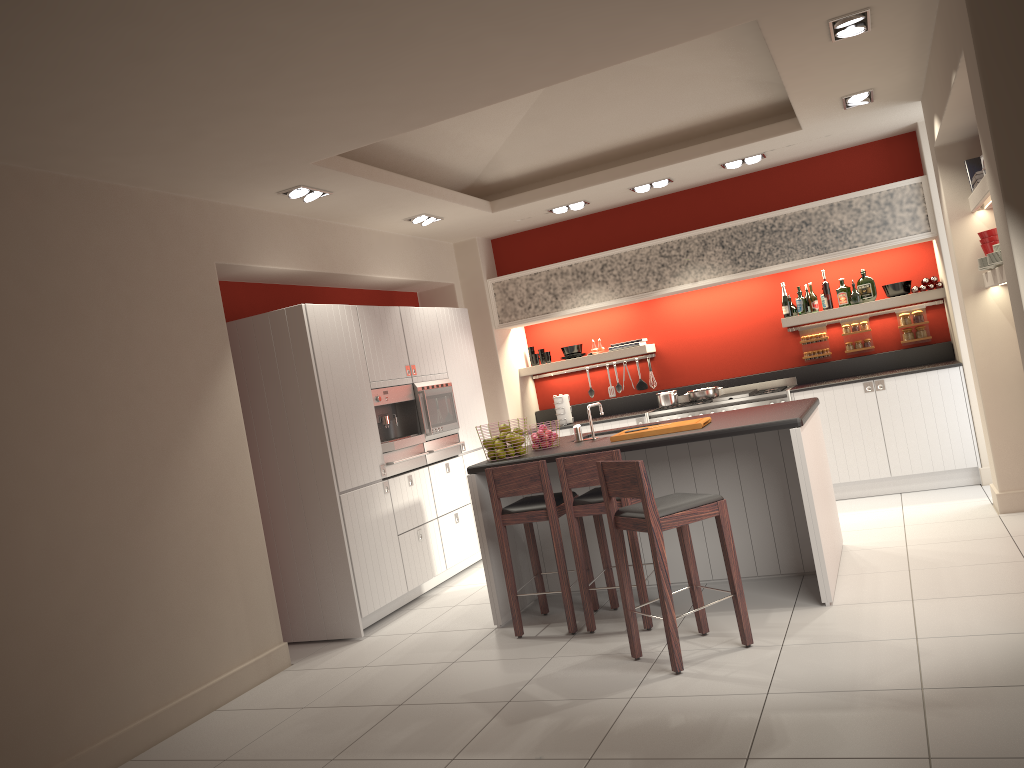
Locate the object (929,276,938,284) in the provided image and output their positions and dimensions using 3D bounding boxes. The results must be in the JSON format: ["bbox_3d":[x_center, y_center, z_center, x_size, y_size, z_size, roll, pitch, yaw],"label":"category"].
[{"bbox_3d":[3.691,-0.911,7.761,0.062,0.062,0.366,-11,0,23],"label":"object"}]

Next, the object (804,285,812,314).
[{"bbox_3d":[2.779,-0.796,8.314,0.083,0.277,0.084,-11,-1,27],"label":"object"}]

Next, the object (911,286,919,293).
[{"bbox_3d":[3.558,-0.831,7.821,0.062,0.062,0.366,-11,0,23],"label":"object"}]

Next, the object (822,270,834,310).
[{"bbox_3d":[2.886,-0.862,8.128,0.062,0.366,0.210,-11,-1,22],"label":"object"}]

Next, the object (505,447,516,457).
[{"bbox_3d":[-0.009,0.433,5.679,0.068,0.068,0.068,-11,0,34],"label":"object"}]

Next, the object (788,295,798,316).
[{"bbox_3d":[2.639,-0.745,8.389,0.113,0.226,0.113,-10,-1,-26],"label":"object"}]

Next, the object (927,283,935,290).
[{"bbox_3d":[3.680,-0.854,7.792,0.061,0.061,0.366,-11,0,23],"label":"object"}]

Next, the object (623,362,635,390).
[{"bbox_3d":[1.171,-0.084,9.097,0.124,0.297,0.009,-11,-1,23],"label":"object"}]

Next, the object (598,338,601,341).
[{"bbox_3d":[0.896,-0.454,9.080,0.026,0.032,0.023,-10,0,5],"label":"object"}]

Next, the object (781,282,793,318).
[{"bbox_3d":[2.539,-0.780,8.228,0.083,0.331,0.083,-10,-1,-6],"label":"object"}]

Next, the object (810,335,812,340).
[{"bbox_3d":[2.821,-0.422,8.345,0.034,0.078,0.034,-11,-1,44],"label":"object"}]

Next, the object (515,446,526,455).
[{"bbox_3d":[0.052,0.422,5.676,0.068,0.068,0.068,-11,0,34],"label":"object"}]

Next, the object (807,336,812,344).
[{"bbox_3d":[2.787,-0.416,8.318,0.034,0.078,0.034,-11,-1,44],"label":"object"}]

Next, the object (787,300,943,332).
[{"bbox_3d":[3.252,-0.625,8.219,1.354,0.034,0.048,-10,0,23],"label":"object"}]

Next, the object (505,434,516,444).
[{"bbox_3d":[-0.008,0.348,5.638,0.067,0.068,0.067,-10,0,-15],"label":"object"}]

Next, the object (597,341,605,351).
[{"bbox_3d":[0.907,-0.380,9.079,0.077,0.134,0.076,-10,0,6],"label":"object"}]

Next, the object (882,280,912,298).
[{"bbox_3d":[3.464,-0.845,7.962,0.251,0.121,0.251,-10,0,5],"label":"object"}]

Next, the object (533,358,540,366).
[{"bbox_3d":[0.257,-0.230,9.201,0.070,0.076,0.070,-10,0,-6],"label":"object"}]

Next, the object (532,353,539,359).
[{"bbox_3d":[0.249,-0.273,9.202,0.070,0.076,0.070,-10,0,-6],"label":"object"}]

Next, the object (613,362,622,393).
[{"bbox_3d":[1.082,-0.063,9.133,0.067,0.323,0.022,-11,-1,22],"label":"object"}]

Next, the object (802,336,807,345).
[{"bbox_3d":[2.752,-0.409,8.333,0.034,0.078,0.034,-11,-1,44],"label":"object"}]

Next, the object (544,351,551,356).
[{"bbox_3d":[0.370,-0.296,9.204,0.070,0.076,0.070,-10,0,-6],"label":"object"}]

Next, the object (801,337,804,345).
[{"bbox_3d":[2.751,-0.409,8.376,0.034,0.078,0.034,-11,-1,44],"label":"object"}]

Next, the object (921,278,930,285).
[{"bbox_3d":[3.642,-0.902,7.807,0.062,0.062,0.366,-11,0,23],"label":"object"}]

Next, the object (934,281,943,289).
[{"bbox_3d":[3.730,-0.863,7.750,0.061,0.061,0.366,-11,0,23],"label":"object"}]

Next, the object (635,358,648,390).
[{"bbox_3d":[1.306,-0.100,9.059,0.123,0.331,0.040,-11,-1,23],"label":"object"}]

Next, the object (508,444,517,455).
[{"bbox_3d":[0.014,0.421,5.754,0.084,0.079,0.086,-10,0,-22],"label":"object"}]

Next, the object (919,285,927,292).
[{"bbox_3d":[3.615,-0.842,7.797,0.062,0.062,0.366,-11,0,23],"label":"object"}]

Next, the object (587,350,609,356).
[{"bbox_3d":[0.883,-0.319,9.050,0.183,0.027,0.160,-10,0,-39],"label":"object"}]

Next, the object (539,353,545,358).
[{"bbox_3d":[0.321,-0.286,9.340,0.070,0.076,0.070,-10,0,-6],"label":"object"}]

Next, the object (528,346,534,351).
[{"bbox_3d":[0.205,-0.354,9.384,0.070,0.076,0.070,-10,0,-6],"label":"object"}]

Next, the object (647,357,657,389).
[{"bbox_3d":[1.410,-0.113,8.995,0.069,0.328,0.069,-10,-1,0],"label":"object"}]

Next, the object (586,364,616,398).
[{"bbox_3d":[0.912,-0.018,9.205,0.287,0.351,0.022,-11,-1,24],"label":"object"}]

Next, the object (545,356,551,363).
[{"bbox_3d":[0.378,-0.252,9.204,0.070,0.076,0.070,-10,0,-6],"label":"object"}]

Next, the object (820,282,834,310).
[{"bbox_3d":[2.912,-0.814,8.222,0.094,0.263,0.094,-10,-1,-11],"label":"object"}]

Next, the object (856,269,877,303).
[{"bbox_3d":[3.213,-0.890,8.054,0.057,0.303,0.186,-10,-1,-37],"label":"object"}]

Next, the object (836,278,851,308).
[{"bbox_3d":[3.039,-0.836,8.119,0.071,0.260,0.112,-10,-1,-38],"label":"object"}]

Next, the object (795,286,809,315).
[{"bbox_3d":[2.659,-0.769,8.155,0.094,0.264,0.094,-10,-1,12],"label":"object"}]

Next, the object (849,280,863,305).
[{"bbox_3d":[3.079,-0.827,7.966,0.113,0.226,0.113,-11,-1,34],"label":"object"}]

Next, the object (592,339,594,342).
[{"bbox_3d":[0.825,-0.442,9.024,0.023,0.031,0.024,-10,0,-25],"label":"object"}]

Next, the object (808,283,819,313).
[{"bbox_3d":[2.785,-0.800,8.217,0.080,0.278,0.080,-11,-1,26],"label":"object"}]

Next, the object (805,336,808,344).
[{"bbox_3d":[2.786,-0.415,8.360,0.034,0.078,0.034,-11,-1,44],"label":"object"}]

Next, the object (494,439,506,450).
[{"bbox_3d":[-0.079,0.392,5.678,0.076,0.077,0.076,-10,0,-12],"label":"object"}]

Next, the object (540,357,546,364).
[{"bbox_3d":[0.329,-0.243,9.340,0.070,0.076,0.070,-10,0,-6],"label":"object"}]

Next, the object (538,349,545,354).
[{"bbox_3d":[0.314,-0.329,9.341,0.070,0.076,0.070,-10,0,-6],"label":"object"}]

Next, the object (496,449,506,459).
[{"bbox_3d":[-0.070,0.444,5.624,0.068,0.068,0.068,-11,0,34],"label":"object"}]

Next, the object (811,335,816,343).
[{"bbox_3d":[2.822,-0.422,8.303,0.034,0.078,0.034,-11,-1,44],"label":"object"}]

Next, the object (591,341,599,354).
[{"bbox_3d":[0.839,-0.368,9.023,0.076,0.131,0.076,-10,-1,-25],"label":"object"}]
